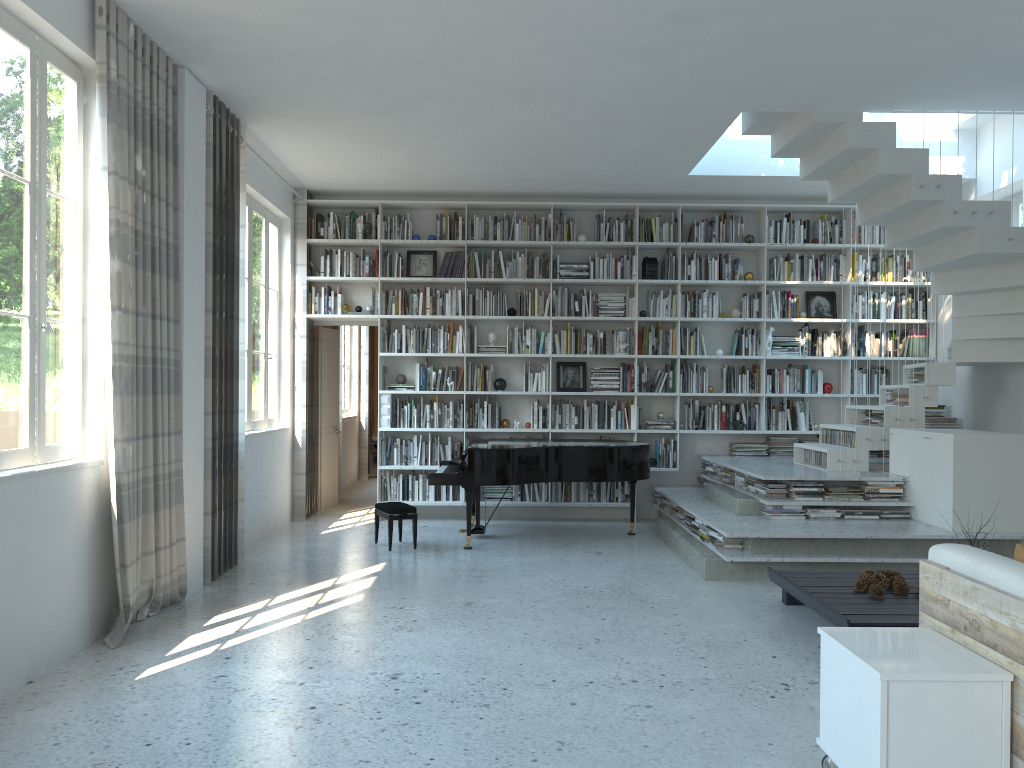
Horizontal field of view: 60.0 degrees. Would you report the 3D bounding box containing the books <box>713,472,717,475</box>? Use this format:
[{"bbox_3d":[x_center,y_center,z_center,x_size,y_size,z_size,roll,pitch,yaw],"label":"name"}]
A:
[{"bbox_3d":[2.023,0.862,8.536,0.131,0.021,0.240,0,0,1],"label":"books"}]

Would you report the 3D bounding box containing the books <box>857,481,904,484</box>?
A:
[{"bbox_3d":[2.831,0.753,6.816,0.285,0.013,0.181,0,0,-6],"label":"books"}]

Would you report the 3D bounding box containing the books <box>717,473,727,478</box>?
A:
[{"bbox_3d":[2.006,0.851,8.232,0.164,0.023,0.242,0,0,3],"label":"books"}]

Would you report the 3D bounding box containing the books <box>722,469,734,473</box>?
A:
[{"bbox_3d":[2.004,0.781,7.944,0.187,0.009,0.261,0,0,-2],"label":"books"}]

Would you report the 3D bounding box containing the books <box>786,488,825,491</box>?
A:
[{"bbox_3d":[2.252,0.811,6.830,0.260,0.009,0.153,0,0,2],"label":"books"}]

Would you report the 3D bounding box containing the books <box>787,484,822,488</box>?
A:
[{"bbox_3d":[2.252,0.783,6.834,0.221,0.018,0.154,0,0,0],"label":"books"}]

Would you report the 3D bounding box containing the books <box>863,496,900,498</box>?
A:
[{"bbox_3d":[2.830,0.868,6.836,0.259,0.009,0.152,0,0,-4],"label":"books"}]

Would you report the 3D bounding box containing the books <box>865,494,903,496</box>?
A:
[{"bbox_3d":[2.830,0.844,6.816,0.281,0.008,0.181,0,0,4],"label":"books"}]

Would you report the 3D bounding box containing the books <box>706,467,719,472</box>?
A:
[{"bbox_3d":[1.992,0.819,8.536,0.189,0.030,0.237,0,0,-4],"label":"books"}]

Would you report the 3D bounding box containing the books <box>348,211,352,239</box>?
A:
[{"bbox_3d":[-1.611,-1.559,8.831,0.014,0.304,0.145,0,0,-1],"label":"books"}]

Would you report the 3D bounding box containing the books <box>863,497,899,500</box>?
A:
[{"bbox_3d":[2.830,0.878,6.827,0.220,0.011,0.177,0,0,-3],"label":"books"}]

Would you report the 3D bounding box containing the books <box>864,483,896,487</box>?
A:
[{"bbox_3d":[2.831,0.772,6.827,0.192,0.024,0.167,0,0,4],"label":"books"}]

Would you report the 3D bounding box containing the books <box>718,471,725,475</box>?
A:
[{"bbox_3d":[2.017,0.831,8.232,0.154,0.018,0.221,0,0,-2],"label":"books"}]

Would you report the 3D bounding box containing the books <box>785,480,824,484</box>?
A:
[{"bbox_3d":[2.252,0.757,6.846,0.261,0.016,0.128,0,0,-2],"label":"books"}]

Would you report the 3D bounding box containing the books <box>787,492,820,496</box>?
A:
[{"bbox_3d":[2.251,0.847,6.840,0.207,0.012,0.131,0,0,-5],"label":"books"}]

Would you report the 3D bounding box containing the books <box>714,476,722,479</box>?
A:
[{"bbox_3d":[1.997,0.868,8.232,0.190,0.012,0.235,0,0,-3],"label":"books"}]

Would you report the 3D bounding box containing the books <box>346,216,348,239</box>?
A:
[{"bbox_3d":[-1.633,-1.536,8.845,0.030,0.257,0.130,0,0,-1],"label":"books"}]

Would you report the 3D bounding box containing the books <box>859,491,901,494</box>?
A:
[{"bbox_3d":[2.830,0.833,6.837,0.268,0.014,0.160,0,0,-2],"label":"books"}]

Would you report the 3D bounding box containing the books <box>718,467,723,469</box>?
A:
[{"bbox_3d":[2.016,0.782,8.231,0.160,0.010,0.179,0,0,-1],"label":"books"}]

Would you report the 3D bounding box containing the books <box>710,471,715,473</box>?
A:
[{"bbox_3d":[2.010,0.847,8.536,0.152,0.009,0.259,0,0,-4],"label":"books"}]

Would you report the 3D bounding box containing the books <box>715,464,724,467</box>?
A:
[{"bbox_3d":[2.004,0.757,8.231,0.165,0.015,0.243,0,0,-6],"label":"books"}]

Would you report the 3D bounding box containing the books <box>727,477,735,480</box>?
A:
[{"bbox_3d":[2.028,0.841,7.944,0.138,0.017,0.237,0,0,-2],"label":"books"}]

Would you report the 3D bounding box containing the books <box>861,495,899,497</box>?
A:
[{"bbox_3d":[2.830,0.856,6.842,0.262,0.016,0.132,0,0,-6],"label":"books"}]

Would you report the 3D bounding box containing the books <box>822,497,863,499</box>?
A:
[{"bbox_3d":[2.531,0.872,6.821,0.287,0.005,0.165,0,0,4],"label":"books"}]

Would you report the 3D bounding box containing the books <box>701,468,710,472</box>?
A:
[{"bbox_3d":[1.996,0.851,8.827,0.175,0.017,0.265,0,0,2],"label":"books"}]

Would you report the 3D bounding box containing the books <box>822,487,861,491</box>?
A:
[{"bbox_3d":[2.532,0.810,6.827,0.245,0.013,0.172,0,0,-2],"label":"books"}]

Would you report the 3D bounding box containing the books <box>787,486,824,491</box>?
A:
[{"bbox_3d":[2.252,0.799,6.808,0.230,0.015,0.190,0,0,4],"label":"books"}]

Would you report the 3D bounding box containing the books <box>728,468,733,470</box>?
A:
[{"bbox_3d":[2.019,0.750,7.944,0.139,0.028,0.261,0,0,4],"label":"books"}]

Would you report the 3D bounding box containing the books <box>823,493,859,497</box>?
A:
[{"bbox_3d":[2.531,0.848,6.825,0.214,0.015,0.177,0,0,0],"label":"books"}]

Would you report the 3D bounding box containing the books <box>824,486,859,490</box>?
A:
[{"bbox_3d":[2.532,0.798,6.820,0.203,0.011,0.173,0,0,-6],"label":"books"}]

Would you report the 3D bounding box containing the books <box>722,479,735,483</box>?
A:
[{"bbox_3d":[1.999,0.869,7.944,0.182,0.011,0.253,0,0,3],"label":"books"}]

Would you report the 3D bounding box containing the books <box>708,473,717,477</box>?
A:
[{"bbox_3d":[2.004,0.881,8.536,0.173,0.017,0.233,0,0,-2],"label":"books"}]

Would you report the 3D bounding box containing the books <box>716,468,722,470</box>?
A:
[{"bbox_3d":[2.011,0.791,8.231,0.167,0.008,0.234,0,0,-2],"label":"books"}]

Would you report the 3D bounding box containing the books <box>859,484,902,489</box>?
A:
[{"bbox_3d":[2.831,0.790,6.820,0.261,0.012,0.179,0,0,3],"label":"books"}]

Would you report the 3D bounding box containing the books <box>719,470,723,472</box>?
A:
[{"bbox_3d":[2.021,0.815,8.232,0.150,0.013,0.215,0,0,-1],"label":"books"}]

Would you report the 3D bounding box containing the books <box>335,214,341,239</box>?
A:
[{"bbox_3d":[-1.715,-1.539,8.811,0.057,0.262,0.190,0,0,-1],"label":"books"}]

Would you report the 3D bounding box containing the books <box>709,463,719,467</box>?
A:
[{"bbox_3d":[2.009,0.776,8.536,0.163,0.018,0.289,0,0,-2],"label":"books"}]

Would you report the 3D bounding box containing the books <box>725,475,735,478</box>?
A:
[{"bbox_3d":[2.016,0.824,7.944,0.159,0.018,0.203,0,0,-3],"label":"books"}]

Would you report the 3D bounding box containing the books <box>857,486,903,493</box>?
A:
[{"bbox_3d":[2.830,0.811,6.828,0.284,0.030,0.177,0,0,0],"label":"books"}]

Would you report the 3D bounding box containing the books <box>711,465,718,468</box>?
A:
[{"bbox_3d":[2.010,0.791,8.536,0.143,0.012,0.264,0,0,4],"label":"books"}]

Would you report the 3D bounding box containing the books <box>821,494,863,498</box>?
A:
[{"bbox_3d":[2.531,0.863,6.841,0.293,0.014,0.133,0,0,-4],"label":"books"}]

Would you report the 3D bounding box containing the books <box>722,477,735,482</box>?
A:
[{"bbox_3d":[2.006,0.857,7.944,0.178,0.014,0.247,0,0,-3],"label":"books"}]

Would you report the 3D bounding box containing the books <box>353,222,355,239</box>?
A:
[{"bbox_3d":[-1.563,-1.500,8.832,0.024,0.187,0.159,0,0,-1],"label":"books"}]

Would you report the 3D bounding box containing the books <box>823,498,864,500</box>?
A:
[{"bbox_3d":[2.531,0.879,6.821,0.291,0.007,0.174,0,0,2],"label":"books"}]

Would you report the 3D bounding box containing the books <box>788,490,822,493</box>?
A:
[{"bbox_3d":[2.252,0.822,6.827,0.210,0.012,0.168,0,0,0],"label":"books"}]

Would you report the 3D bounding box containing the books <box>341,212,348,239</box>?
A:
[{"bbox_3d":[-1.667,-1.549,8.826,0.039,0.282,0.181,0,0,-1],"label":"books"}]

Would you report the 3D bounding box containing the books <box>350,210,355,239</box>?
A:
[{"bbox_3d":[-1.589,-1.564,8.842,0.029,0.314,0.129,0,0,-1],"label":"books"}]

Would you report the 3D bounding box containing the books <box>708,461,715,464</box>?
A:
[{"bbox_3d":[2.000,0.750,8.535,0.171,0.020,0.193,0,0,-6],"label":"books"}]

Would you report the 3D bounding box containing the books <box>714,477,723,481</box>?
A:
[{"bbox_3d":[2.001,0.880,8.232,0.183,0.012,0.296,0,0,-2],"label":"books"}]

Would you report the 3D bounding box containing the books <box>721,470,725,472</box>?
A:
[{"bbox_3d":[2.018,0.802,8.231,0.144,0.013,0.220,0,0,2],"label":"books"}]

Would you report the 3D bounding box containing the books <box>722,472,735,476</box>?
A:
[{"bbox_3d":[2.007,0.807,7.944,0.179,0.017,0.293,0,0,0],"label":"books"}]

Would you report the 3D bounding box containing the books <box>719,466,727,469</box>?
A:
[{"bbox_3d":[2.016,0.771,8.231,0.149,0.013,0.220,0,0,2],"label":"books"}]

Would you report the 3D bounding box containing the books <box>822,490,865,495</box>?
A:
[{"bbox_3d":[2.532,0.833,6.810,0.273,0.014,0.187,0,0,-6],"label":"books"}]

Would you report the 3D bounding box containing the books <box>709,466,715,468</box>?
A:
[{"bbox_3d":[2.004,0.801,8.536,0.171,0.007,0.206,0,0,1],"label":"books"}]

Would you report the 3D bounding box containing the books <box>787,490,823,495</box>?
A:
[{"bbox_3d":[2.252,0.834,6.816,0.215,0.013,0.189,0,0,-2],"label":"books"}]

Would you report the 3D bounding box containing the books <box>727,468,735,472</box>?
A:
[{"bbox_3d":[2.030,0.771,7.944,0.128,0.013,0.296,0,0,-3],"label":"books"}]

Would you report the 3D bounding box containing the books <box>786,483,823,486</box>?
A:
[{"bbox_3d":[2.252,0.769,6.825,0.228,0.009,0.159,0,0,-5],"label":"books"}]

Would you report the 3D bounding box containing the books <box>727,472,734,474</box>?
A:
[{"bbox_3d":[2.010,0.792,7.944,0.161,0.012,0.254,0,0,3],"label":"books"}]
